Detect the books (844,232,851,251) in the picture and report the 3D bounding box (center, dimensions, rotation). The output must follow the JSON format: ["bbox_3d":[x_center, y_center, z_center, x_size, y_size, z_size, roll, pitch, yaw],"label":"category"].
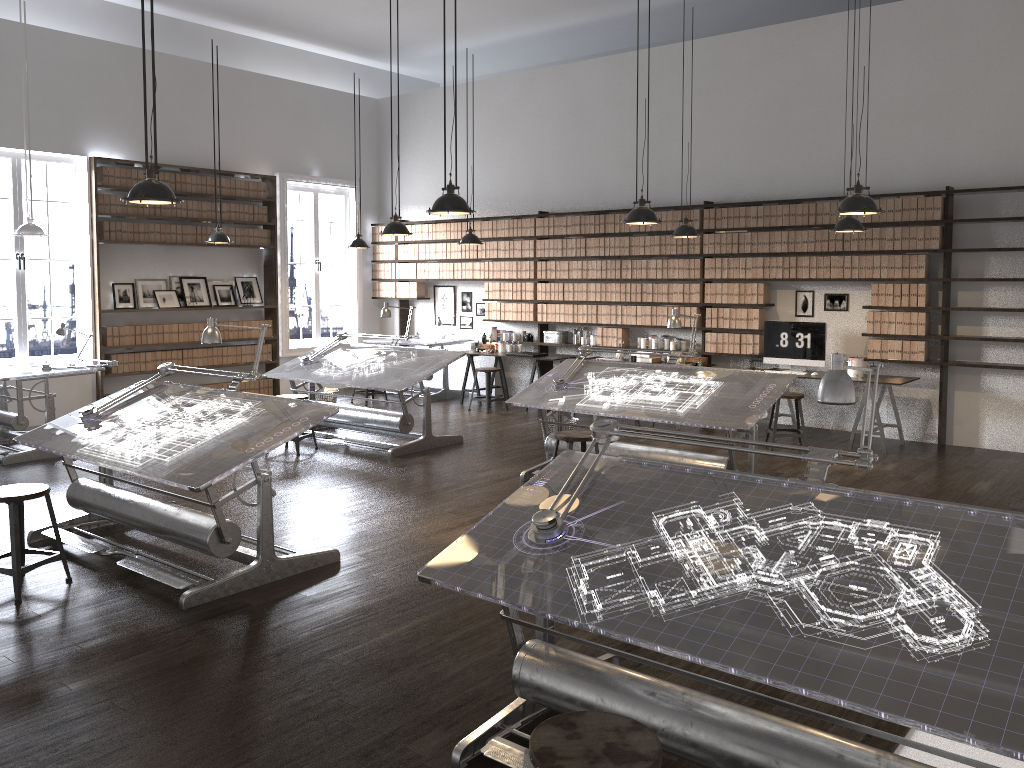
[{"bbox_3d":[3.418,-1.449,8.951,0.067,0.225,0.175,3,6,39],"label":"books"}]

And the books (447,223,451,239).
[{"bbox_3d":[-0.824,-2.127,12.350,0.067,0.225,0.175,3,6,39],"label":"books"}]

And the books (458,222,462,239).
[{"bbox_3d":[-0.665,-2.113,12.223,0.067,0.225,0.175,3,6,39],"label":"books"}]

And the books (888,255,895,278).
[{"bbox_3d":[3.751,-1.150,8.697,0.067,0.225,0.175,3,6,39],"label":"books"}]

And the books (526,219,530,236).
[{"bbox_3d":[0.261,-2.025,11.478,0.067,0.225,0.175,3,6,39],"label":"books"}]

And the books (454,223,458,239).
[{"bbox_3d":[-0.719,-2.119,12.274,0.067,0.225,0.175,3,6,39],"label":"books"}]

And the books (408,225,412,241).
[{"bbox_3d":[-1.418,-2.184,12.832,0.067,0.225,0.175,3,6,39],"label":"books"}]

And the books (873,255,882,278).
[{"bbox_3d":[3.643,-1.160,8.780,0.067,0.225,0.175,3,6,39],"label":"books"}]

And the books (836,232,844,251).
[{"bbox_3d":[3.356,-1.454,8.994,0.067,0.225,0.175,3,6,39],"label":"books"}]

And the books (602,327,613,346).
[{"bbox_3d":[1.180,-0.578,10.829,0.067,0.225,0.175,3,6,39],"label":"books"}]

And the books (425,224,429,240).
[{"bbox_3d":[-1.153,-2.159,12.621,0.067,0.225,0.175,3,6,39],"label":"books"}]

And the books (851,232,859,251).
[{"bbox_3d":[3.470,-1.444,8.903,0.067,0.225,0.175,3,6,39],"label":"books"}]

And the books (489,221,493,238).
[{"bbox_3d":[-0.232,-2.071,11.874,0.067,0.225,0.175,3,6,39],"label":"books"}]

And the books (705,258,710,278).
[{"bbox_3d":[2.231,-1.295,9.924,0.067,0.225,0.175,3,6,39],"label":"books"}]

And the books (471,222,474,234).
[{"bbox_3d":[-0.493,-2.097,12.091,0.067,0.225,0.175,3,6,39],"label":"books"}]

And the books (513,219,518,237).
[{"bbox_3d":[0.095,-2.041,11.614,0.067,0.225,0.175,3,6,39],"label":"books"}]

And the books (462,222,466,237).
[{"bbox_3d":[-0.603,-2.108,12.181,0.067,0.225,0.175,3,6,39],"label":"books"}]

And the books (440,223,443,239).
[{"bbox_3d":[-0.934,-2.139,12.443,0.067,0.225,0.175,3,6,39],"label":"books"}]

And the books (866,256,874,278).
[{"bbox_3d":[3.591,-1.165,8.827,0.067,0.225,0.175,3,6,39],"label":"books"}]

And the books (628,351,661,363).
[{"bbox_3d":[1.502,-0.322,10.166,0.295,0.147,0.386,5,8,39],"label":"books"}]

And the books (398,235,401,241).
[{"bbox_3d":[-1.586,-2.201,12.974,0.067,0.225,0.175,3,6,39],"label":"books"}]

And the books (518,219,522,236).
[{"bbox_3d":[0.154,-2.035,11.567,0.067,0.225,0.175,3,6,39],"label":"books"}]

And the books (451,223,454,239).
[{"bbox_3d":[-0.772,-2.123,12.313,0.067,0.225,0.175,3,6,39],"label":"books"}]

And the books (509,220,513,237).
[{"bbox_3d":[0.043,-2.045,11.650,0.067,0.225,0.175,3,6,39],"label":"books"}]

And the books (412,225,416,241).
[{"bbox_3d":[-1.360,-2.179,12.791,0.067,0.225,0.175,3,6,39],"label":"books"}]

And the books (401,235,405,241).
[{"bbox_3d":[-1.532,-2.195,12.923,0.067,0.225,0.175,3,6,39],"label":"books"}]

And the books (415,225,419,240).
[{"bbox_3d":[-1.305,-2.174,12.746,0.067,0.225,0.175,3,6,39],"label":"books"}]

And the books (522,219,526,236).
[{"bbox_3d":[0.209,-2.030,11.525,0.067,0.225,0.175,3,6,39],"label":"books"}]

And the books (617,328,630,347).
[{"bbox_3d":[1.346,-0.563,10.696,0.067,0.225,0.175,3,6,39],"label":"books"}]

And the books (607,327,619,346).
[{"bbox_3d":[1.235,-0.573,10.785,0.067,0.225,0.175,3,6,39],"label":"books"}]

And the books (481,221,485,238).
[{"bbox_3d":[-0.335,-2.082,11.961,0.067,0.225,0.175,3,6,39],"label":"books"}]

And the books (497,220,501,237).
[{"bbox_3d":[-0.119,-2.062,11.790,0.067,0.225,0.175,3,6,39],"label":"books"}]

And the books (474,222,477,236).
[{"bbox_3d":[-0.438,-2.092,12.047,0.067,0.225,0.175,3,6,39],"label":"books"}]

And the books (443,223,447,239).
[{"bbox_3d":[-0.880,-2.133,12.395,0.067,0.225,0.175,3,6,39],"label":"books"}]

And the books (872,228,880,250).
[{"bbox_3d":[3.632,-1.428,8.770,0.067,0.225,0.175,3,6,39],"label":"books"}]

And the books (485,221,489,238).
[{"bbox_3d":[-0.287,-2.077,11.921,0.067,0.225,0.175,3,6,39],"label":"books"}]

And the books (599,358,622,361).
[{"bbox_3d":[1.082,-0.280,10.281,0.355,0.029,0.257,5,9,39],"label":"books"}]

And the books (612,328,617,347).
[{"bbox_3d":[1.287,-0.568,10.737,0.067,0.225,0.175,3,6,39],"label":"books"}]

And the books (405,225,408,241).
[{"bbox_3d":[-1.470,-2.190,12.881,0.067,0.225,0.175,3,6,39],"label":"books"}]

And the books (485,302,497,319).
[{"bbox_3d":[-0.284,-0.989,11.986,0.067,0.225,0.175,3,6,39],"label":"books"}]

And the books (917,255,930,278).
[{"bbox_3d":[3.963,-1.129,8.522,0.067,0.225,0.175,3,6,39],"label":"books"}]

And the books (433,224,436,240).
[{"bbox_3d":[-1.041,-2.149,12.533,0.067,0.225,0.175,3,6,39],"label":"books"}]

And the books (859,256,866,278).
[{"bbox_3d":[3.538,-1.171,8.872,0.067,0.225,0.175,3,6,39],"label":"books"}]

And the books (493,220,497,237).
[{"bbox_3d":[-0.175,-2.067,11.833,0.067,0.225,0.175,3,6,39],"label":"books"}]

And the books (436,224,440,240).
[{"bbox_3d":[-0.986,-2.144,12.490,0.067,0.225,0.175,3,6,39],"label":"books"}]

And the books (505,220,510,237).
[{"bbox_3d":[-0.013,-2.050,11.695,0.067,0.225,0.175,3,6,39],"label":"books"}]

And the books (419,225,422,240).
[{"bbox_3d":[-1.256,-2.169,12.700,0.067,0.225,0.175,3,6,39],"label":"books"}]

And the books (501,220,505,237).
[{"bbox_3d":[-0.067,-2.056,11.743,0.067,0.225,0.175,3,6,39],"label":"books"}]

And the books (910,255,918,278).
[{"bbox_3d":[3.911,-1.135,8.570,0.067,0.225,0.175,3,6,39],"label":"books"}]

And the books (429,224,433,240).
[{"bbox_3d":[-1.098,-2.154,12.574,0.067,0.225,0.175,3,6,39],"label":"books"}]

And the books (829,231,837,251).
[{"bbox_3d":[3.302,-1.460,9.044,0.067,0.225,0.175,3,6,39],"label":"books"}]

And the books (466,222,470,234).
[{"bbox_3d":[-0.551,-2.102,12.132,0.067,0.225,0.175,3,6,39],"label":"books"}]

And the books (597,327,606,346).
[{"bbox_3d":[1.124,-0.583,10.867,0.067,0.225,0.175,3,6,39],"label":"books"}]

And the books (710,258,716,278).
[{"bbox_3d":[2.277,-1.289,9.881,0.067,0.225,0.175,3,6,39],"label":"books"}]

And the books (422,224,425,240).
[{"bbox_3d":[-1.201,-2.164,12.661,0.067,0.225,0.175,3,6,39],"label":"books"}]

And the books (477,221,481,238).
[{"bbox_3d":[-0.389,-2.086,12.000,0.067,0.225,0.175,3,6,39],"label":"books"}]
